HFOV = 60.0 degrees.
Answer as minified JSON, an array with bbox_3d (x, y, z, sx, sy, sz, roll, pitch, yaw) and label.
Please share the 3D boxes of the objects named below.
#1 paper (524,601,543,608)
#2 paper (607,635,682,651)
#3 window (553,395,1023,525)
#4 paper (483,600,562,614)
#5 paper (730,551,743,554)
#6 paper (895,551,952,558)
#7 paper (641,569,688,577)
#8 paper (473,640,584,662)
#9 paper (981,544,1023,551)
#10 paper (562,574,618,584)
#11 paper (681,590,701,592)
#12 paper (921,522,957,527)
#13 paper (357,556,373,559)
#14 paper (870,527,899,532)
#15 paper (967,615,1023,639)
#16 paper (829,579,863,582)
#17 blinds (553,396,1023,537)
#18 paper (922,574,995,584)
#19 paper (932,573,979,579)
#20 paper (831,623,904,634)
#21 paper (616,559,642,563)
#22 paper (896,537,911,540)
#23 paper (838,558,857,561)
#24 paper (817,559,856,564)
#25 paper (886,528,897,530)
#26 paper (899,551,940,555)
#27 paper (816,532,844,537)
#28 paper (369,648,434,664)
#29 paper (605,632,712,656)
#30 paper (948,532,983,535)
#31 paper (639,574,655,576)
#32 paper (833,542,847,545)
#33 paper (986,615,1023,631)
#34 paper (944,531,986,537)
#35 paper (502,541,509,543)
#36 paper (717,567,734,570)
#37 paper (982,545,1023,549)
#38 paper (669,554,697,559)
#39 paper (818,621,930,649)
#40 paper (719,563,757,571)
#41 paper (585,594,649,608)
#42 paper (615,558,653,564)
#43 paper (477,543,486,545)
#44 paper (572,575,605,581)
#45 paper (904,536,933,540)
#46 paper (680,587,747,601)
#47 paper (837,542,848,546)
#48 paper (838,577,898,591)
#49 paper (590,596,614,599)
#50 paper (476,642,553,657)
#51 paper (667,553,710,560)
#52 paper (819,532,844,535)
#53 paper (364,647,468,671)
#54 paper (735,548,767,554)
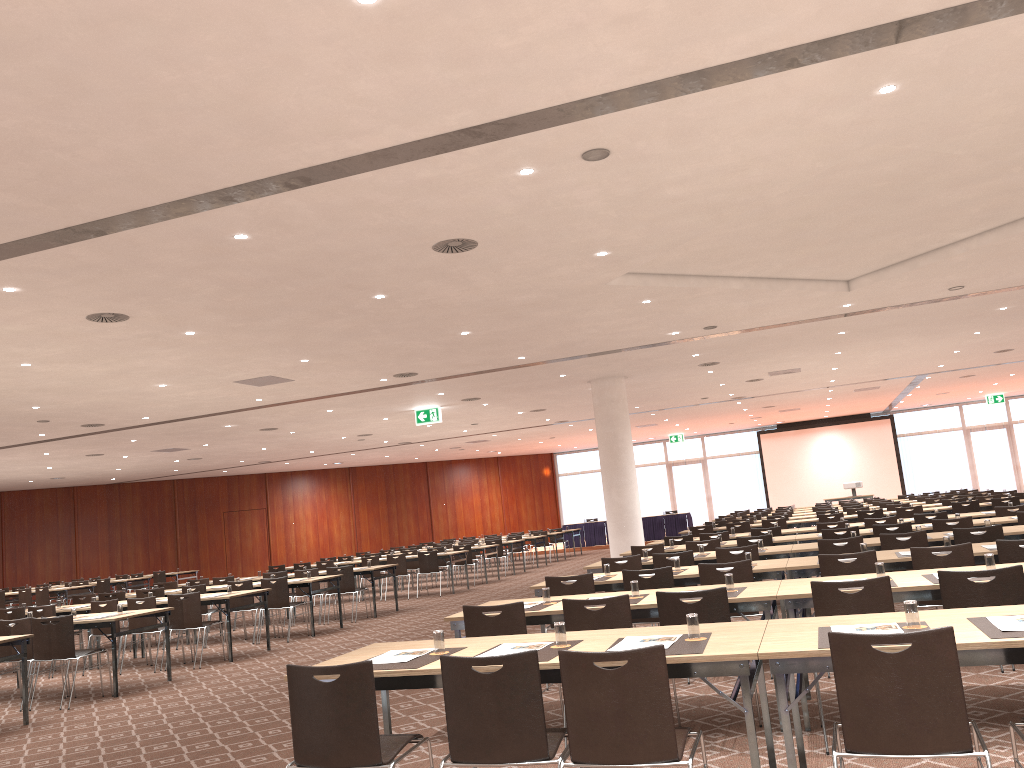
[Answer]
[{"bbox_3d":[0.053,1.626,6.505,0.284,0.006,0.398,-9,-9,19],"label":"paper"},{"bbox_3d":[0.637,1.227,4.212,0.284,0.006,0.398,-9,-9,20],"label":"paper"},{"bbox_3d":[12.832,3.333,35.480,22.971,3.867,0.217,-9,-8,18],"label":"window"},{"bbox_3d":[0.072,1.616,6.427,0.460,0.003,0.566,-9,-9,20],"label":"paper"},{"bbox_3d":[2.542,1.861,9.843,0.284,0.006,0.398,-9,-9,19],"label":"paper"},{"bbox_3d":[3.465,1.412,7.421,0.460,0.003,0.566,-9,-9,20],"label":"paper"},{"bbox_3d":[1.340,1.735,8.123,0.460,0.003,0.566,-9,-9,21],"label":"paper"},{"bbox_3d":[0.050,1.309,4.331,0.460,0.003,0.566,-9,-9,20],"label":"paper"},{"bbox_3d":[4.104,1.314,7.206,0.460,0.003,0.566,-9,-9,20],"label":"paper"},{"bbox_3d":[0.706,1.824,8.278,0.460,0.003,0.566,-8,-9,17],"label":"paper"},{"bbox_3d":[1.268,1.437,6.081,0.284,0.006,0.398,-9,-9,19],"label":"paper"},{"bbox_3d":[5.353,1.741,10.981,0.460,0.003,0.566,-8,-9,17],"label":"paper"},{"bbox_3d":[-3.720,4.272,21.770,0.460,0.003,0.566,-8,-9,15],"label":"paper"},{"bbox_3d":[4.748,1.830,11.155,0.460,0.003,0.566,-9,-9,19],"label":"paper"},{"bbox_3d":[2.170,0.989,3.648,0.460,0.003,0.566,-9,-9,17],"label":"paper"},{"bbox_3d":[2.180,1.302,5.806,0.284,0.006,0.398,-9,-9,19],"label":"paper"},{"bbox_3d":[12.733,3.342,35.276,22.862,3.811,0.115,-9,-8,18],"label":"blinds"},{"bbox_3d":[2.830,1.196,5.512,0.460,0.003,0.566,-8,-9,17],"label":"paper"},{"bbox_3d":[2.825,1.204,5.589,0.284,0.006,0.398,-9,-9,19],"label":"paper"},{"bbox_3d":[1.558,1.085,3.898,0.284,0.006,0.398,-8,-9,16],"label":"paper"},{"bbox_3d":[1.354,2.044,10.252,0.284,0.006,0.398,-9,-9,18],"label":"paper"},{"bbox_3d":[4.093,1.627,9.351,0.284,0.006,0.398,-8,-9,16],"label":"paper"},{"bbox_3d":[2.846,1.511,7.686,0.284,0.006,0.398,-9,-9,17],"label":"paper"},{"bbox_3d":[2.862,1.500,7.597,0.460,0.003,0.566,-9,-9,19],"label":"paper"},{"bbox_3d":[4.727,1.843,11.255,0.284,0.006,0.398,-9,-9,22],"label":"paper"},{"bbox_3d":[3.432,1.420,7.479,0.284,0.006,0.398,-9,-9,17],"label":"paper"},{"bbox_3d":[4.151,1.920,11.350,0.460,0.003,0.566,-8,-9,15],"label":"paper"},{"bbox_3d":[-0.590,1.413,4.609,0.284,0.006,0.398,-9,-9,18],"label":"paper"},{"bbox_3d":[0.675,1.213,4.117,0.460,0.003,0.566,-8,-9,16],"label":"paper"},{"bbox_3d":[4.678,1.540,9.167,0.284,0.006,0.398,-9,-9,18],"label":"paper"},{"bbox_3d":[1.311,1.741,8.171,0.284,0.006,0.398,-8,-9,17],"label":"paper"},{"bbox_3d":[3.469,1.725,9.578,0.284,0.006,0.398,-9,-9,19],"label":"paper"},{"bbox_3d":[2.167,0.993,3.701,0.284,0.006,0.398,-9,-9,19],"label":"paper"},{"bbox_3d":[4.710,1.529,9.090,0.460,0.003,0.566,-8,-9,16],"label":"paper"},{"bbox_3d":[-0.342,4.069,22.764,0.460,0.003,0.566,-9,-9,18],"label":"paper"},{"bbox_3d":[1.918,1.649,7.970,0.284,0.006,0.398,-8,-9,15],"label":"paper"},{"bbox_3d":[4.035,1.326,7.266,0.284,0.006,0.398,-8,-9,17],"label":"paper"},{"bbox_3d":[1.947,1.953,10.055,0.284,0.006,0.398,-8,-9,17],"label":"paper"},{"bbox_3d":[1.558,1.077,3.814,0.460,0.003,0.566,-9,-9,18],"label":"paper"},{"bbox_3d":[1.929,1.642,7.905,0.460,0.003,0.566,-9,-9,19],"label":"paper"},{"bbox_3d":[0.694,1.521,6.216,0.460,0.003,0.566,-8,-9,16],"label":"paper"},{"bbox_3d":[1.367,2.035,10.173,0.460,0.003,0.566,-9,-9,18],"label":"paper"},{"bbox_3d":[-0.948,4.165,22.992,0.460,0.003,0.566,-8,-9,14],"label":"paper"},{"bbox_3d":[0.699,1.833,8.365,0.284,0.006,0.398,-9,-9,20],"label":"paper"},{"bbox_3d":[4.109,1.616,9.260,0.460,0.003,0.566,-9,-9,18],"label":"paper"},{"bbox_3d":[1.329,1.427,6.026,0.460,0.003,0.566,-9,-9,21],"label":"paper"},{"bbox_3d":[3.513,1.710,9.479,0.460,0.003,0.566,-9,-9,19],"label":"paper"},{"bbox_3d":[2.213,1.288,5.707,0.460,0.003,0.566,-9,-9,18],"label":"paper"},{"bbox_3d":[0.652,1.535,6.308,0.284,0.006,0.398,-9,-9,18],"label":"paper"},{"bbox_3d":[0.013,1.321,4.411,0.284,0.006,0.398,-9,-9,21],"label":"paper"},{"bbox_3d":[1.974,1.944,9.984,0.460,0.003,0.566,-9,-9,18],"label":"paper"},{"bbox_3d":[4.120,1.934,11.448,0.284,0.006,0.398,-8,-9,16],"label":"paper"},{"bbox_3d":[-0.552,1.398,4.506,0.460,0.003,0.566,-9,-9,21],"label":"paper"},{"bbox_3d":[2.565,1.854,9.787,0.460,0.003,0.566,-9,-9,18],"label":"paper"}]
